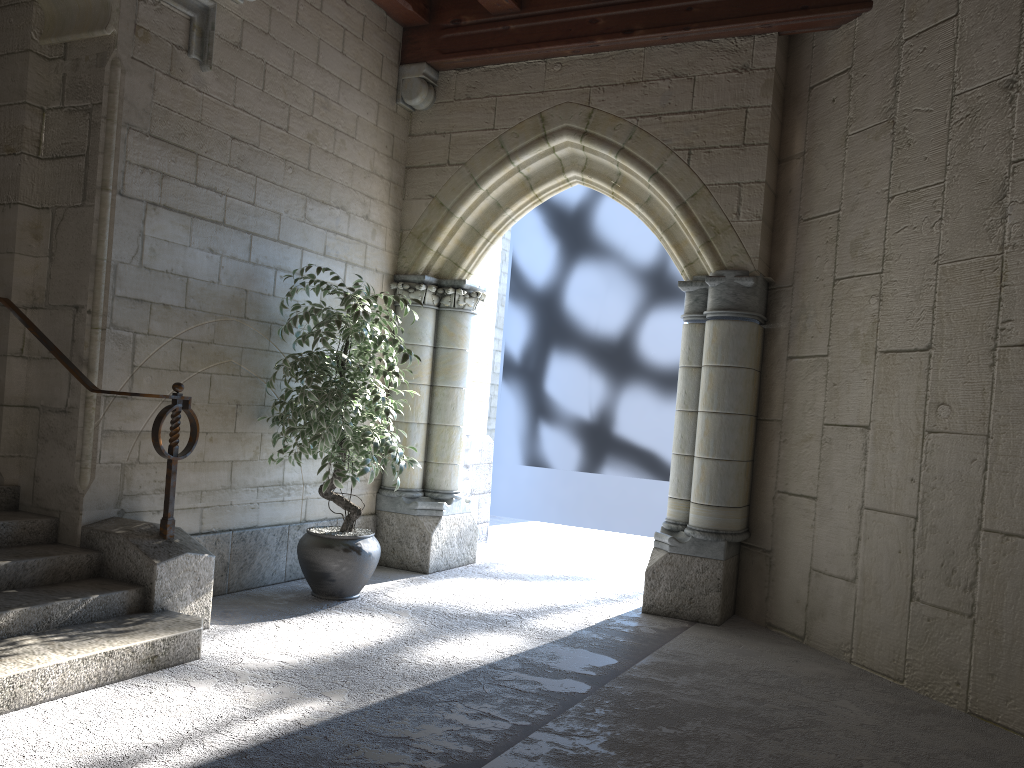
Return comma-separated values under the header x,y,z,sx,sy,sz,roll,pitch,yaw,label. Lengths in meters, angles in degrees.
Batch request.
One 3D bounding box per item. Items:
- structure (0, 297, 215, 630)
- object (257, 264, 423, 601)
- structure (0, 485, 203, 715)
x,y,z,sx,sy,sz,roll,pitch,yaw,label
-1.672,0.320,3.561,0.886,1.262,0.474,5,0,26,structure
-0.838,0.235,4.327,0.786,1.618,0.752,5,0,22,object
-2.508,0.468,3.171,2.569,0.810,1.464,4,-2,26,structure
